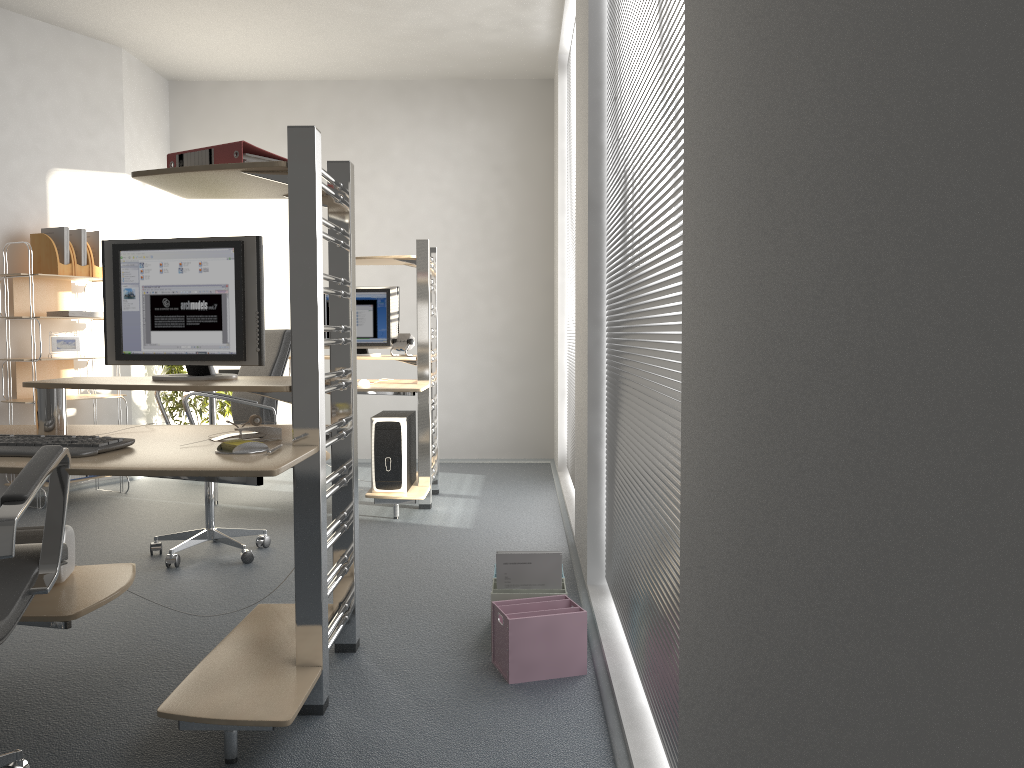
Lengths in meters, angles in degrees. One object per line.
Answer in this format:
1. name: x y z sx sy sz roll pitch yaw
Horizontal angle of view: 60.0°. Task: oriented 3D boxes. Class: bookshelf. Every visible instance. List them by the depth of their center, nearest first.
1. bookshelf: -2.771 -0.063 5.509 0.381 1.572 0.724 2 4 28

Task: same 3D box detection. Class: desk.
1. desk: -1.242 0.110 2.413 1.469 1.566 0.967 0 3 1
2. desk: -1.210 -0.051 5.203 1.469 1.566 0.967 0 3 1

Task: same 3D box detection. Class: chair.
1. chair: -1.221 0.408 1.741 0.584 1.048 0.652 -1 3 -13
2. chair: -1.396 0.271 4.117 0.652 1.048 0.584 -2 4 -34

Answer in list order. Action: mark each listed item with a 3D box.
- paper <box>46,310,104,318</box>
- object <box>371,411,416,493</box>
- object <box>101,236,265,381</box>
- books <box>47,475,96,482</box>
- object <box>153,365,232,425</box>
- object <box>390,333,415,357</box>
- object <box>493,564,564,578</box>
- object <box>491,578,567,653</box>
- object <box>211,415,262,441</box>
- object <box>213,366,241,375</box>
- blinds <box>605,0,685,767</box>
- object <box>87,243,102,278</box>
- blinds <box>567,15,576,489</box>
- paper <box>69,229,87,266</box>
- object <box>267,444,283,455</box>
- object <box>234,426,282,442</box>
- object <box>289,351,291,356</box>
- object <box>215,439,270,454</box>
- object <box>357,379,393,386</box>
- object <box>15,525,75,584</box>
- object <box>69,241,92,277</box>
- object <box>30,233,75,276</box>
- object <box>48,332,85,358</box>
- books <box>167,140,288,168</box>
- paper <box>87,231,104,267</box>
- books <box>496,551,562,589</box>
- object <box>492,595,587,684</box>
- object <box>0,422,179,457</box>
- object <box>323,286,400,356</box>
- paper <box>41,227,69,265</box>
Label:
1. paper: -2.715 -0.434 5.566 0.213 0.046 0.297 2 4 28
2. object: -0.683 0.385 5.144 0.199 0.422 0.471 0 3 1
3. object: -0.954 -0.224 2.683 0.516 0.418 0.245 1 4 23
4. books: -2.764 0.546 5.526 0.262 0.072 0.320 2 4 29
5. object: -2.283 0.092 6.564 0.544 1.147 0.644 2 4 29
6. object: -0.643 -0.231 5.235 0.154 0.135 0.093 2 4 37
7. object: 0.057 0.757 3.125 0.245 0.202 0.185 0 3 1
8. object: 0.055 0.768 2.940 0.245 0.202 0.185 0 3 1
9. object: -0.765 0.121 2.499 0.159 0.064 0.054 -2 4 -32
10. object: -1.666 -0.095 5.447 0.438 0.162 0.351 -1 3 -7
11. blinds: 0.354 -0.584 2.358 0.022 2.770 1.950 0 3 1
12. object: -2.684 -0.798 5.627 0.243 0.259 0.113 2 4 31
13. blinds: 0.385 -0.746 5.154 0.037 2.749 1.950 0 3 1
14. paper: -2.740 -0.813 5.538 0.213 0.297 0.045 2 4 28
15. object: -0.594 0.163 2.230 0.011 0.011 0.158 0 3 -2
16. object: -0.692 0.136 2.424 0.022 0.042 0.134 3 4 43
17. object: -1.294 -0.248 5.438 0.150 0.151 0.119 -1 3 -13
18. object: -0.677 0.155 2.228 0.132 0.026 0.132 0 3 1
19. object: -0.777 -0.001 5.331 0.168 0.088 0.742 0 3 3
20. object: -1.545 0.520 2.584 0.438 0.162 0.351 -1 3 -15
21. object: -2.748 -0.792 5.520 0.243 0.259 0.113 2 4 28
22. object: -2.804 -0.786 5.410 0.243 0.259 0.113 1 4 26
23. object: -2.756 -0.243 5.481 0.192 0.161 0.077 -3 5 -43
24. books: -0.790 -0.631 2.580 0.320 0.072 0.262 2 4 33
25. paper: -2.675 -0.819 5.644 0.213 0.297 0.045 2 4 31
26. books: 0.054 0.698 2.921 0.220 0.306 0.068 0 3 1
27. object: 0.080 0.781 2.715 0.245 0.202 0.185 -1 3 -17
28. object: -1.188 0.164 2.533 0.478 0.082 0.814 0 3 8
29. object: -0.924 -0.384 5.450 0.516 0.418 0.245 1 3 15
30. paper: -2.796 -0.806 5.428 0.213 0.297 0.045 1 4 26
